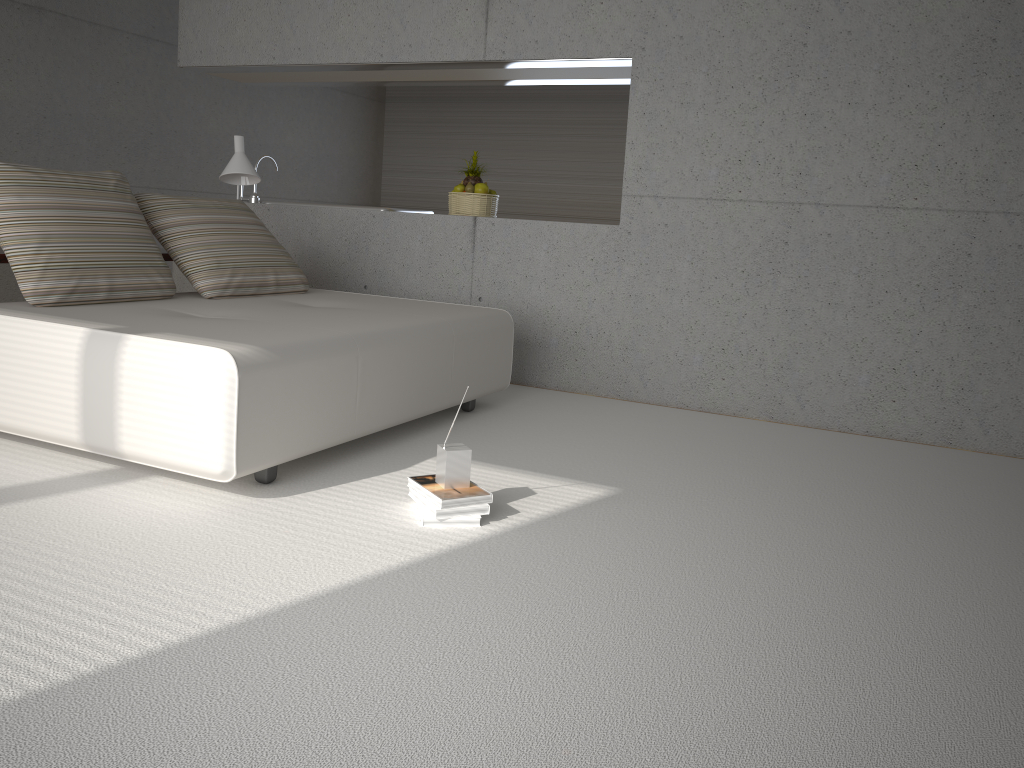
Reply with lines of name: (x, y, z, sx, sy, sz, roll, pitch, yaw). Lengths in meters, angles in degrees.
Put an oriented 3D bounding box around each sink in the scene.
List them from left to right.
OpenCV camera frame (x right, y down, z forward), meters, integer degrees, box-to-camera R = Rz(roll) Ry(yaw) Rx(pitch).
sink: (-1.455, -1.385, 6.518, 1.708, 0.535, 0.771, 8, 10, 24)

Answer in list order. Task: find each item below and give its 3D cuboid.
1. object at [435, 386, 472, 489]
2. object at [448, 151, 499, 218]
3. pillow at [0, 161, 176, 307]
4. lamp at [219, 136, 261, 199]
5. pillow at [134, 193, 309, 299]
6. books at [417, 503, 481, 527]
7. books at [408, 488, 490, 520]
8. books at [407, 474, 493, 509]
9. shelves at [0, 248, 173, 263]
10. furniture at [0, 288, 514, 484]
object: (-0.170, 0.168, 2.914, 0.090, 0.363, 0.187, 1, 7, -25)
object: (-0.256, -1.348, 5.944, 0.333, 0.438, 0.372, 5, 8, 10)
pillow: (-1.941, -0.678, 3.989, 0.492, 0.604, 0.806, 7, 9, 24)
lamp: (-1.636, -1.161, 5.370, 0.244, 0.694, 0.326, 4, 7, 6)
pillow: (-1.537, -0.739, 4.747, 0.580, 0.512, 0.812, 8, 10, 25)
books: (-0.217, 0.419, 2.969, 0.189, 0.032, 0.267, 2, 10, -11)
books: (-0.215, 0.388, 2.966, 0.189, 0.032, 0.267, -1, 11, -26)
books: (-0.211, 0.355, 2.970, 0.189, 0.032, 0.267, -2, 12, -31)
shelves: (-2.059, -0.330, 4.556, 0.401, 0.708, 2.266, 7, 10, 24)
furniture: (-1.171, -0.100, 4.142, 1.618, 0.517, 2.184, 8, 11, 24)
